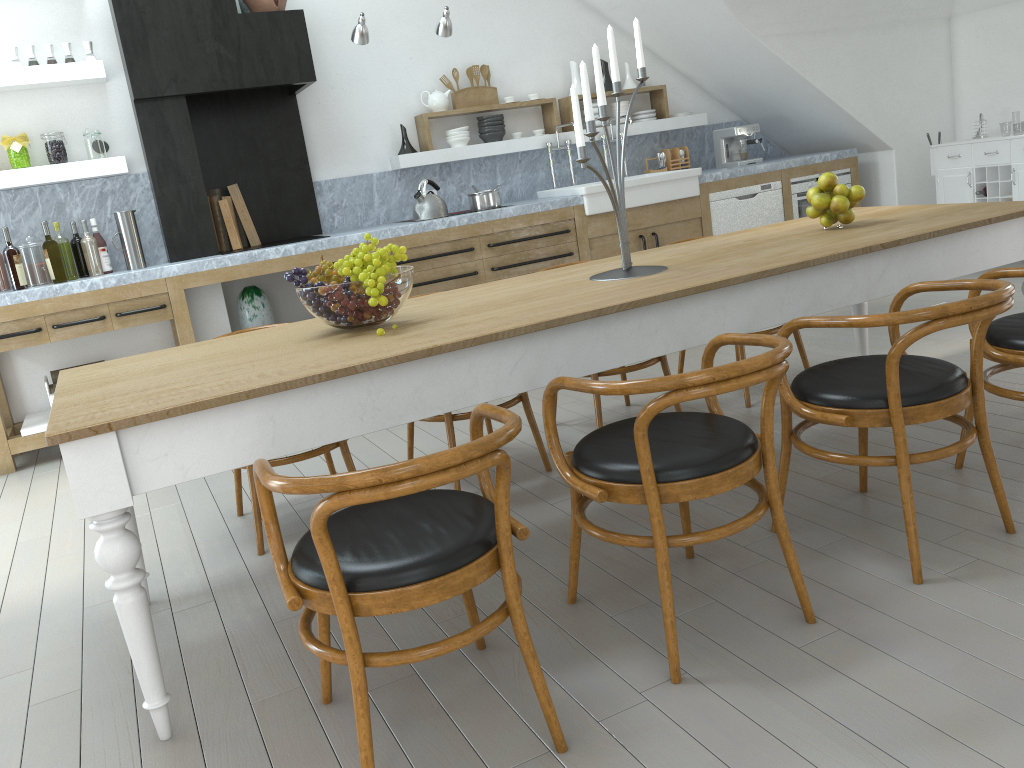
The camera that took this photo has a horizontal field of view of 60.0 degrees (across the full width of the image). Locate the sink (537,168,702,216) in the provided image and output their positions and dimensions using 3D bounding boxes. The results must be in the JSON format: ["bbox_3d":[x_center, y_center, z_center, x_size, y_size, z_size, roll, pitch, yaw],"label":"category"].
[{"bbox_3d":[0.804,-1.428,6.638,1.023,0.201,0.730,-14,14,-23],"label":"sink"}]

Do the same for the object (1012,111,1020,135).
[{"bbox_3d":[3.667,-1.895,6.447,0.048,0.168,0.048,-17,15,-35],"label":"object"}]

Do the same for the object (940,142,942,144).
[{"bbox_3d":[3.389,-1.795,6.994,0.038,0.261,0.039,-7,12,9],"label":"object"}]

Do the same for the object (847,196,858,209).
[{"bbox_3d":[1.276,-0.699,3.363,0.076,0.076,0.077,-1,15,32],"label":"object"}]

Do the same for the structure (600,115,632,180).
[{"bbox_3d":[0.890,-1.825,6.940,0.215,0.526,0.333,-20,16,-42],"label":"structure"}]

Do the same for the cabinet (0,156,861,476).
[{"bbox_3d":[-0.185,-0.683,6.432,6.445,1.016,1.007,-15,14,-23],"label":"cabinet"}]

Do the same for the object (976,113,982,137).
[{"bbox_3d":[3.629,-2.011,6.888,0.054,0.174,0.039,-14,13,-23],"label":"object"}]

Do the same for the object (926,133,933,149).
[{"bbox_3d":[3.335,-1.854,7.012,0.088,0.267,0.029,1,15,39],"label":"object"}]

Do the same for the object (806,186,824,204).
[{"bbox_3d":[1.155,-0.715,3.371,0.066,0.071,0.073,0,15,35],"label":"object"}]

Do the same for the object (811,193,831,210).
[{"bbox_3d":[1.153,-0.681,3.304,0.072,0.063,0.071,-16,15,-30],"label":"object"}]

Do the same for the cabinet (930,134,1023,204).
[{"bbox_3d":[3.713,-1.452,6.626,0.498,0.784,1.138,-14,14,-23],"label":"cabinet"}]

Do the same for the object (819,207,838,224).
[{"bbox_3d":[1.218,-0.649,3.396,0.080,0.073,0.079,-4,13,21],"label":"object"}]

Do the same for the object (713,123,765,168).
[{"bbox_3d":[1.911,-1.961,7.290,0.325,0.318,0.388,-14,14,-23],"label":"object"}]

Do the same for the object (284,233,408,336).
[{"bbox_3d":[-0.475,-0.303,2.657,0.393,0.282,0.294,-1,15,30],"label":"object"}]

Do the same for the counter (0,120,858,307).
[{"bbox_3d":[-0.250,-1.492,6.315,6.592,0.616,0.965,-15,14,-23],"label":"counter"}]

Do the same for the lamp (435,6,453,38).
[{"bbox_3d":[-0.427,-2.315,5.686,0.113,0.175,0.169,-16,14,-31],"label":"lamp"}]

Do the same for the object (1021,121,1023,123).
[{"bbox_3d":[3.742,-1.862,6.425,0.094,0.093,0.095,-18,15,-35],"label":"object"}]

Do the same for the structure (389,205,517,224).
[{"bbox_3d":[-0.409,-1.169,6.206,0.739,0.041,0.650,-14,14,-23],"label":"structure"}]

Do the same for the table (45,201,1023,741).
[{"bbox_3d":[0.353,0.031,3.060,3.357,0.794,1.022,-14,14,-23],"label":"table"}]

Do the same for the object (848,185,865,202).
[{"bbox_3d":[1.283,-0.709,3.303,0.063,0.063,0.062,-2,14,28],"label":"object"}]

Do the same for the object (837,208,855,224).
[{"bbox_3d":[1.256,-0.632,3.334,0.064,0.063,0.064,-12,13,-12],"label":"object"}]

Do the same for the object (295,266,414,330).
[{"bbox_3d":[-0.464,-0.250,2.698,0.360,0.158,0.362,5,19,45],"label":"object"}]

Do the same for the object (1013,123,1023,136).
[{"bbox_3d":[3.659,-1.837,6.393,0.077,0.085,0.077,-18,15,-35],"label":"object"}]

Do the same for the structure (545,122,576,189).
[{"bbox_3d":[0.454,-1.712,6.747,0.215,0.526,0.333,-20,16,-42],"label":"structure"}]

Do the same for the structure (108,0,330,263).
[{"bbox_3d":[-1.837,-1.800,5.616,1.078,1.873,0.783,-14,13,-23],"label":"structure"}]

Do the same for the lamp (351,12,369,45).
[{"bbox_3d":[-0.944,-2.178,5.462,0.115,0.177,0.165,-10,13,-5],"label":"lamp"}]

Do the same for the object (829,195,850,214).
[{"bbox_3d":[1.212,-0.664,3.283,0.071,0.072,0.071,-1,15,30],"label":"object"}]

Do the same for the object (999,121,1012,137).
[{"bbox_3d":[3.592,-1.850,6.447,0.082,0.104,0.082,-11,13,-10],"label":"object"}]

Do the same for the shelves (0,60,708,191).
[{"bbox_3d":[-0.918,-2.180,6.150,5.568,1.354,0.481,-16,14,-29],"label":"shelves"}]

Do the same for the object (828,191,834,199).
[{"bbox_3d":[1.228,-0.725,3.368,0.053,0.050,0.053,1,16,36],"label":"object"}]

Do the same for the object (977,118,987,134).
[{"bbox_3d":[3.638,-1.994,6.882,0.029,0.136,0.097,-13,13,-20],"label":"object"}]

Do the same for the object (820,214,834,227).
[{"bbox_3d":[1.188,-0.616,3.342,0.051,0.050,0.050,-13,13,-19],"label":"object"}]

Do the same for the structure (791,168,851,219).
[{"bbox_3d":[2.377,-1.415,7.371,0.634,0.633,0.633,-14,14,-23],"label":"structure"}]

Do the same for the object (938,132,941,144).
[{"bbox_3d":[3.358,-1.846,6.963,0.029,0.267,0.089,-8,12,3],"label":"object"}]

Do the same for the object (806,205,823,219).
[{"bbox_3d":[1.147,-0.656,3.365,0.060,0.055,0.060,-16,14,-28],"label":"object"}]

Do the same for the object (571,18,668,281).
[{"bbox_3d":[0.374,-0.812,2.967,0.266,0.870,0.779,1,16,39],"label":"object"}]

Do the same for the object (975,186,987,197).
[{"bbox_3d":[3.597,-1.449,6.651,0.318,0.084,0.082,-14,14,-23],"label":"object"}]

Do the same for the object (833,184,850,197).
[{"bbox_3d":[1.225,-0.717,3.299,0.053,0.057,0.058,-11,13,-9],"label":"object"}]

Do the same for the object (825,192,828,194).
[{"bbox_3d":[1.222,-0.752,3.415,0.062,0.059,0.062,-14,14,-22],"label":"object"}]

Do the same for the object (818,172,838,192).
[{"bbox_3d":[1.189,-0.761,3.336,0.072,0.074,0.072,-14,14,-23],"label":"object"}]

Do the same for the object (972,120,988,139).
[{"bbox_3d":[3.634,-1.974,6.884,0.067,0.137,0.102,-14,13,-23],"label":"object"}]

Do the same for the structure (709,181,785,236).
[{"bbox_3d":[1.716,-1.149,7.096,0.726,0.818,0.600,-14,13,-23],"label":"structure"}]

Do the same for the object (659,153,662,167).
[{"bbox_3d":[1.225,-1.812,7.324,0.040,0.191,0.042,-6,12,14],"label":"object"}]

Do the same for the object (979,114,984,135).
[{"bbox_3d":[3.630,-2.000,6.854,0.024,0.163,0.039,-11,12,-11],"label":"object"}]
